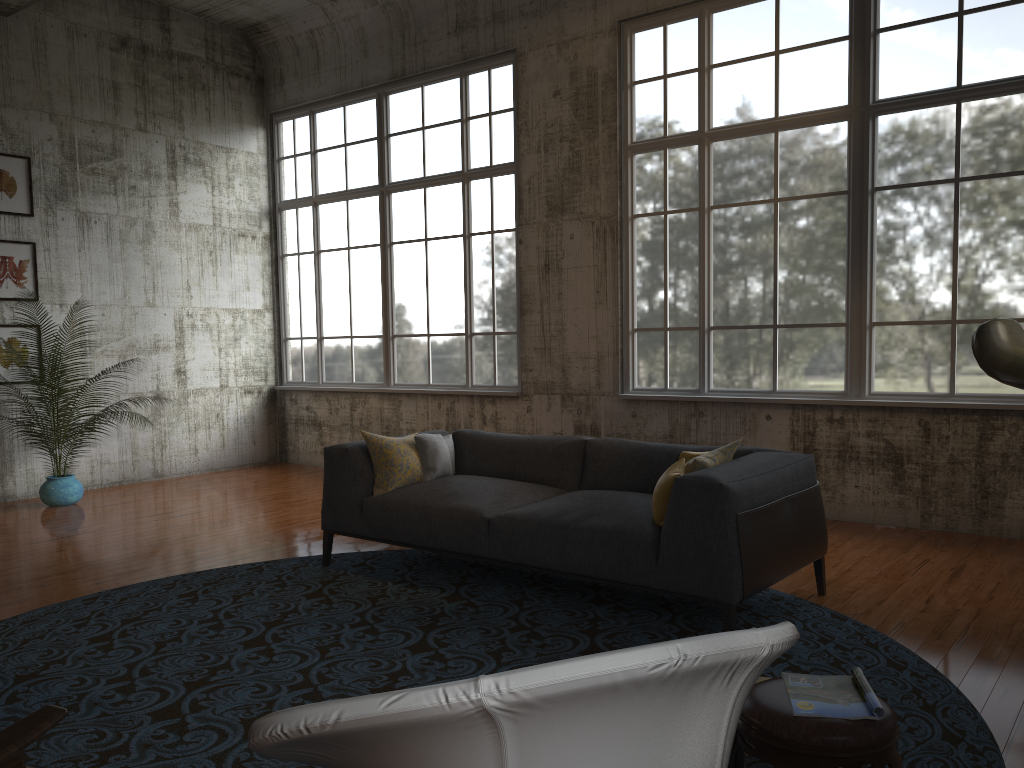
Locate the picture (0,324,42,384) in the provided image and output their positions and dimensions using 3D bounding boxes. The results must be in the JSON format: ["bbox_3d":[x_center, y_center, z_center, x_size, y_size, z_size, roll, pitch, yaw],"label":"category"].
[{"bbox_3d":[-4.889,-0.291,8.677,0.036,0.581,0.555,2,5,37],"label":"picture"}]

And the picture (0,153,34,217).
[{"bbox_3d":[-4.917,-1.933,8.548,0.036,0.581,0.555,2,5,37],"label":"picture"}]

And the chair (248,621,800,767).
[{"bbox_3d":[0.069,0.878,1.673,1.057,1.033,0.805,-2,4,-14],"label":"chair"}]

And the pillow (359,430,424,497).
[{"bbox_3d":[-0.740,0.507,5.817,0.260,0.447,0.536,3,5,44],"label":"pillow"}]

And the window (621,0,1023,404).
[{"bbox_3d":[2.719,-1.545,6.903,4.280,3.443,0.050,2,5,37],"label":"window"}]

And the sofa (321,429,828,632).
[{"bbox_3d":[0.266,0.794,5.482,3.002,0.863,1.360,1,4,38],"label":"sofa"}]

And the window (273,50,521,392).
[{"bbox_3d":[-1.414,-1.619,9.993,3.849,3.444,0.050,2,5,37],"label":"window"}]

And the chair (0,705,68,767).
[{"bbox_3d":[-1.661,1.014,2.000,0.875,0.795,1.041,1,4,27],"label":"chair"}]

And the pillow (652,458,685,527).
[{"bbox_3d":[0.807,0.558,4.561,0.168,0.319,0.433,0,3,11],"label":"pillow"}]

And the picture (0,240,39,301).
[{"bbox_3d":[-4.903,-1.104,8.613,0.036,0.581,0.555,2,5,37],"label":"picture"}]

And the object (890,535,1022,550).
[{"bbox_3d":[-6.403,0.900,8.004,20.821,0.659,8.755,1,3,37],"label":"object"}]

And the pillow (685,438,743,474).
[{"bbox_3d":[1.028,0.524,4.804,0.260,0.447,0.536,3,5,44],"label":"pillow"}]

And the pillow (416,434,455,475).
[{"bbox_3d":[-0.505,0.494,6.117,0.168,0.319,0.434,2,4,36],"label":"pillow"}]

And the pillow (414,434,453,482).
[{"bbox_3d":[-0.511,0.483,5.916,0.171,0.315,0.364,1,4,27],"label":"pillow"}]

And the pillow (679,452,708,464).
[{"bbox_3d":[1.072,0.530,5.060,0.228,0.372,0.404,-5,5,-44],"label":"pillow"}]

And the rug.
[{"bbox_3d":[-0.547,1.301,3.970,4.845,0.009,4.836,-1,3,-7],"label":"rug"}]

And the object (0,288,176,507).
[{"bbox_3d":[-4.141,0.130,8.424,1.887,2.068,1.510,-3,4,-30],"label":"object"}]

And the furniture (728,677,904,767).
[{"bbox_3d":[0.847,1.106,2.478,0.432,0.478,0.431,-2,4,-8],"label":"furniture"}]

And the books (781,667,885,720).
[{"bbox_3d":[0.884,0.853,2.468,0.229,0.043,0.299,0,3,11],"label":"books"}]

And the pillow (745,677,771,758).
[{"bbox_3d":[0.942,1.215,3.255,0.481,0.248,0.502,-1,3,3],"label":"pillow"}]

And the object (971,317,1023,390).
[{"bbox_3d":[0.897,0.562,1.142,0.727,1.299,0.455,-5,6,-41],"label":"object"}]
